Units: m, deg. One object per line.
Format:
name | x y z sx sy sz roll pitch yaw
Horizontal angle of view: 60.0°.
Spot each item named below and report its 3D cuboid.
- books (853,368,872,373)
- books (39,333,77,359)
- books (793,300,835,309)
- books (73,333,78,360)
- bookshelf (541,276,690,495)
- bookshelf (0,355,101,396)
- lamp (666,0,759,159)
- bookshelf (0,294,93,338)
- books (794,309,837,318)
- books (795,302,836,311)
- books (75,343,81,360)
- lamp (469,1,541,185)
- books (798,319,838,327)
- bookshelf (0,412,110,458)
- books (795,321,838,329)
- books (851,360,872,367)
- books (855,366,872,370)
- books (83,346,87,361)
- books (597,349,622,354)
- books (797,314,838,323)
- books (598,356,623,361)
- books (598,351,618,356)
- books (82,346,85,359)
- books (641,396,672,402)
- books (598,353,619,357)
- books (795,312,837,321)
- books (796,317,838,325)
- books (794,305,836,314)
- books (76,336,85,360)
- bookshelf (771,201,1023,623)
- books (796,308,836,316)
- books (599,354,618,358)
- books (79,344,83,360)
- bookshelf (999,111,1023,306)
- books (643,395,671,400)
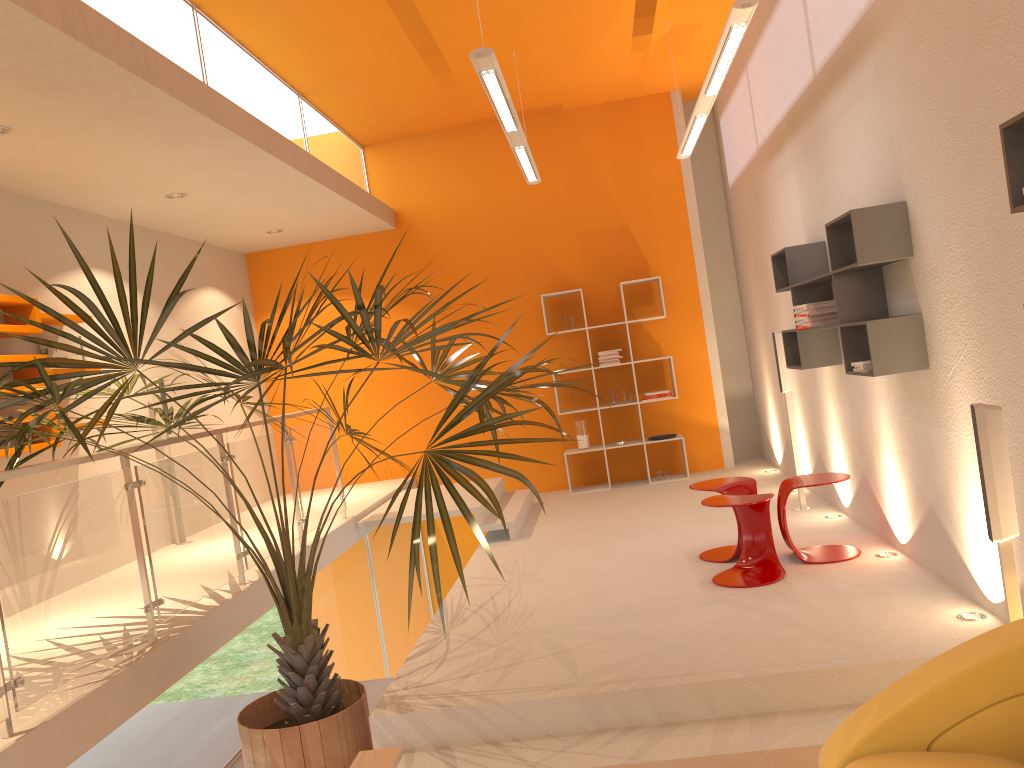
books | 1.828 -0.080 4.409 0.190 0.015 0.254 -8 1 7
books | -2.943 -0.201 5.751 0.230 0.227 0.017 -8 1 6
books | 1.871 -0.489 5.415 0.230 0.017 0.227 -9 1 -4
books | -2.947 -0.201 5.770 0.230 0.227 0.017 -8 1 6
bookshelf | 1.943 1.218 7.908 1.107 4.600 3.516 -9 2 -36
bookshelf | -2.972 -0.057 5.494 0.220 0.220 1.150 -8 1 6
lamp | 1.156 -2.279 5.612 0.120 1.052 3.195 -8 1 6
bookshelf | -3.024 -0.409 5.486 0.220 0.220 1.150 -8 1 6
books | 1.870 -0.432 5.414 0.210 0.013 0.297 -8 1 1
books | 1.860 -0.471 5.419 0.190 0.015 0.254 -8 1 3
books | -2.933 -0.174 5.792 0.230 0.169 0.027 -8 1 6
lamp | -0.053 -2.101 5.744 0.120 1.052 3.195 -8 1 6
books | 1.879 -0.373 5.419 0.190 0.011 0.268 -8 1 3
bookshelf | -2.919 0.297 5.502 0.220 0.220 1.150 -8 1 6
books | 1.881 -0.361 5.415 0.210 0.013 0.297 -8 1 1
books | 1.831 -0.111 4.395 0.230 0.017 0.227 -8 1 6
books | 1.821 -0.094 4.401 0.190 0.015 0.254 -8 1 13
books | -2.934 -0.176 5.875 0.230 0.169 0.023 -8 1 6
books | 0.967 -0.324 8.843 0.230 0.017 0.227 -8 1 1
books | 1.871 -0.401 5.421 0.190 0.015 0.254 -8 1 3
books | 0.977 -0.253 8.844 0.230 0.017 0.227 -8 1 1
books | 0.957 -0.306 8.848 0.190 0.015 0.254 -8 1 8
books | -2.922 -0.171 5.859 0.207 0.156 0.009 -8 1 6
books | 1.429 0.142 8.765 0.296 0.013 0.210 -8 1 6
books | 0.963 -0.292 8.855 0.190 0.015 0.254 -8 1 2
books | 1.881 -0.418 5.417 0.230 0.017 0.227 -9 1 -4
books | 1.876 -0.386 5.429 0.190 0.015 0.254 -9 1 -3
books | 1.866 -0.457 5.427 0.190 0.015 0.254 -9 1 -3
books | -2.926 -0.197 5.843 0.207 0.210 0.021 -8 1 6
bookshelf | 1.871 0.221 4.467 0.322 2.145 3.370 -8 1 8
books | 1.869 -0.444 5.418 0.190 0.011 0.268 -8 1 3
books | 0.965 -0.279 8.846 0.190 0.011 0.268 -8 1 8
books | -2.938 -0.174 5.820 0.230 0.169 0.027 -8 1 6
bookshelf | 1.498 -0.344 1.587 0.252 0.790 2.000 -8 1 6
books | 1.431 0.130 8.763 0.268 0.011 0.190 -8 1 8
